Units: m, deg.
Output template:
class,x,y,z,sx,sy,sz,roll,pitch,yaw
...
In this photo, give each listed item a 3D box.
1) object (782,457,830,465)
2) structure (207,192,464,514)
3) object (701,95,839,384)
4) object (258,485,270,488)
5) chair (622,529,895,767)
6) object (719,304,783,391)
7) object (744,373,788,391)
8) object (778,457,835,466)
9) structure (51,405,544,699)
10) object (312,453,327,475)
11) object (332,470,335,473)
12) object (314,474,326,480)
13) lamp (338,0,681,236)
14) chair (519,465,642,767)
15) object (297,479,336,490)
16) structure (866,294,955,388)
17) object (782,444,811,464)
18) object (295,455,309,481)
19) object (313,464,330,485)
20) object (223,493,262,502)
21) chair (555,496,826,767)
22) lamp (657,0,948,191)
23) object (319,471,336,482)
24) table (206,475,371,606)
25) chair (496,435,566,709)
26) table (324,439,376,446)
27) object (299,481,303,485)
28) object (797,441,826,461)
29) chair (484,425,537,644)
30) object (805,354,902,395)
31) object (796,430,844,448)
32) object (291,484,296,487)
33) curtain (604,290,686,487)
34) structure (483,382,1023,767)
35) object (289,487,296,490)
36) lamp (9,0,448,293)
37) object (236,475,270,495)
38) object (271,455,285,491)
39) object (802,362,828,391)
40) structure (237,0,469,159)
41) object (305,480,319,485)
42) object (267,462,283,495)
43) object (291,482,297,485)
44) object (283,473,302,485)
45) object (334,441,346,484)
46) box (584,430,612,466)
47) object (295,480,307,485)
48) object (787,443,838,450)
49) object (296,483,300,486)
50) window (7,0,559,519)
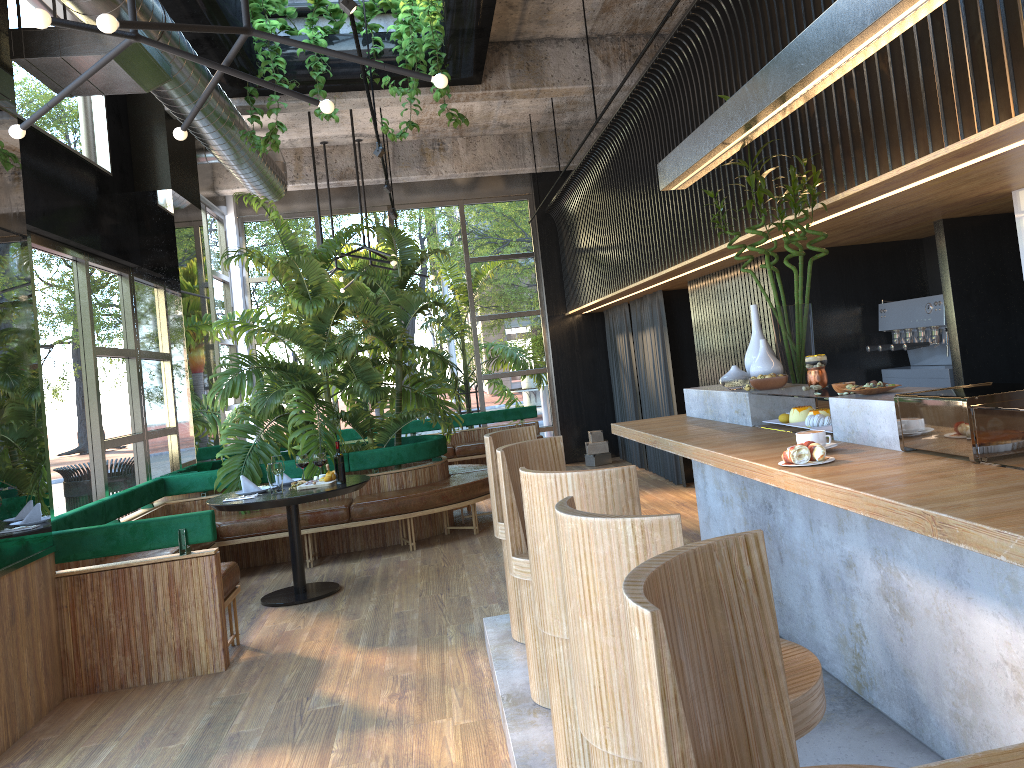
class,x,y,z,sx,sy,sz,roll,pitch,yaw
object,0.882,0.231,2.657,0.117,0.005,0.125,-6,1,31
structure,-1.717,-0.212,8.634,2.523,3.441,2.567,-6,-1,-23
object,1.283,-0.626,4.263,0.644,1.551,0.610,-8,-2,31
object,-1.846,0.755,6.499,0.242,0.019,0.165,-5,2,42
chair,0.478,0.735,1.220,0.520,0.970,0.574,-8,-2,39
object,1.162,-0.182,4.230,0.303,0.398,0.332,-7,-1,41
object,1.135,-0.012,3.973,0.191,0.073,0.229,-6,1,12
object,0.883,0.233,2.661,0.166,0.005,0.168,-6,1,4
structure,0.536,0.563,2.299,6.132,1.551,19.770,-7,1,-6
object,-1.411,0.613,6.539,0.106,0.201,0.099,-6,-2,-19
object,-1.304,0.666,6.520,0.060,0.072,0.205,-6,1,-16
object,-1.353,0.672,6.414,0.194,0.038,0.063,-6,0,25
lamp,-0.996,-2.292,6.725,3.861,1.533,9.839,-7,1,-9
chair,0.349,0.715,2.778,0.534,0.970,0.560,-7,-2,16
object,-1.360,0.703,6.313,0.239,0.019,0.353,-6,1,3
structure,2.839,0.186,5.949,0.559,1.596,0.824,-6,-2,-7
object,0.844,0.208,2.644,0.062,0.059,0.072,-6,0,-17
object,-1.544,0.628,6.556,0.106,0.201,0.099,-6,-2,-19
object,-1.339,0.631,6.227,0.145,0.124,0.096,-6,-1,-27
object,-1.811,0.763,6.000,0.260,0.019,0.155,-7,1,-9
chair,0.421,0.725,1.978,0.519,0.970,0.575,-8,-2,42
lamp,2.320,-2.261,2.076,5.100,2.135,6.576,-7,1,-13
object,-1.317,0.656,6.319,0.100,0.064,0.161,-7,1,-37
table,-1.522,1.111,6.248,1.156,0.752,1.043,-7,0,-39
chair,0.263,0.709,3.511,0.573,0.970,0.520,-5,-2,-33
table,-1.886,1.066,10.119,1.149,0.752,1.051,-7,0,-28
object,-1.515,0.714,6.361,0.033,0.032,0.037,-6,0,-10
object,0.894,0.202,2.669,0.073,0.060,0.124,-6,0,-38
chair,0.189,0.699,4.305,0.547,0.970,0.547,-6,-2,2
object,1.214,-0.038,3.366,0.212,0.135,0.798,-6,1,1
object,0.989,0.181,2.871,0.138,0.064,0.106,-7,0,-29
object,-1.553,0.725,6.325,0.033,0.019,0.037,-7,0,5
curtain,1.509,0.001,10.635,0.123,2.061,3.218,-6,0,-5
structure,2.990,0.197,1.886,5.948,1.732,7.002,-7,1,-8
object,-1.539,0.729,6.225,0.063,0.013,0.145,-7,1,-12
lamp,0.416,-2.203,2.695,5.172,1.825,18.580,-7,1,-6
object,-1.829,0.704,6.257,0.242,0.139,0.223,-7,0,-24
object,-1.631,0.623,6.198,0.096,0.245,0.089,-5,-2,-25
object,1.227,-0.031,3.622,0.086,0.107,0.161,-7,0,38
structure,-1.210,-2.685,7.439,2.103,1.518,1.457,-7,-1,21
object,-1.417,0.694,6.300,0.103,0.013,0.219,-7,1,-2
object,-1.606,0.643,6.034,0.101,0.209,0.109,-7,-2,27
object,-1.581,0.724,6.439,0.024,0.025,0.046,-7,0,12
object,-1.688,0.680,6.608,0.242,0.139,0.223,-7,0,-24
object,-1.209,0.548,6.213,0.067,0.299,0.069,-7,-2,8
box,1.119,0.838,11.681,0.342,0.443,0.271,-6,-2,-19
object,-1.526,0.715,6.422,0.098,0.028,0.128,-6,1,7
object,0.971,0.211,2.868,0.164,0.020,0.157,-7,1,-11
object,-1.508,0.715,6.271,0.032,0.031,0.040,-7,0,18
window,-0.842,-1.768,2.194,4.209,6.501,20.015,-6,1,-5
